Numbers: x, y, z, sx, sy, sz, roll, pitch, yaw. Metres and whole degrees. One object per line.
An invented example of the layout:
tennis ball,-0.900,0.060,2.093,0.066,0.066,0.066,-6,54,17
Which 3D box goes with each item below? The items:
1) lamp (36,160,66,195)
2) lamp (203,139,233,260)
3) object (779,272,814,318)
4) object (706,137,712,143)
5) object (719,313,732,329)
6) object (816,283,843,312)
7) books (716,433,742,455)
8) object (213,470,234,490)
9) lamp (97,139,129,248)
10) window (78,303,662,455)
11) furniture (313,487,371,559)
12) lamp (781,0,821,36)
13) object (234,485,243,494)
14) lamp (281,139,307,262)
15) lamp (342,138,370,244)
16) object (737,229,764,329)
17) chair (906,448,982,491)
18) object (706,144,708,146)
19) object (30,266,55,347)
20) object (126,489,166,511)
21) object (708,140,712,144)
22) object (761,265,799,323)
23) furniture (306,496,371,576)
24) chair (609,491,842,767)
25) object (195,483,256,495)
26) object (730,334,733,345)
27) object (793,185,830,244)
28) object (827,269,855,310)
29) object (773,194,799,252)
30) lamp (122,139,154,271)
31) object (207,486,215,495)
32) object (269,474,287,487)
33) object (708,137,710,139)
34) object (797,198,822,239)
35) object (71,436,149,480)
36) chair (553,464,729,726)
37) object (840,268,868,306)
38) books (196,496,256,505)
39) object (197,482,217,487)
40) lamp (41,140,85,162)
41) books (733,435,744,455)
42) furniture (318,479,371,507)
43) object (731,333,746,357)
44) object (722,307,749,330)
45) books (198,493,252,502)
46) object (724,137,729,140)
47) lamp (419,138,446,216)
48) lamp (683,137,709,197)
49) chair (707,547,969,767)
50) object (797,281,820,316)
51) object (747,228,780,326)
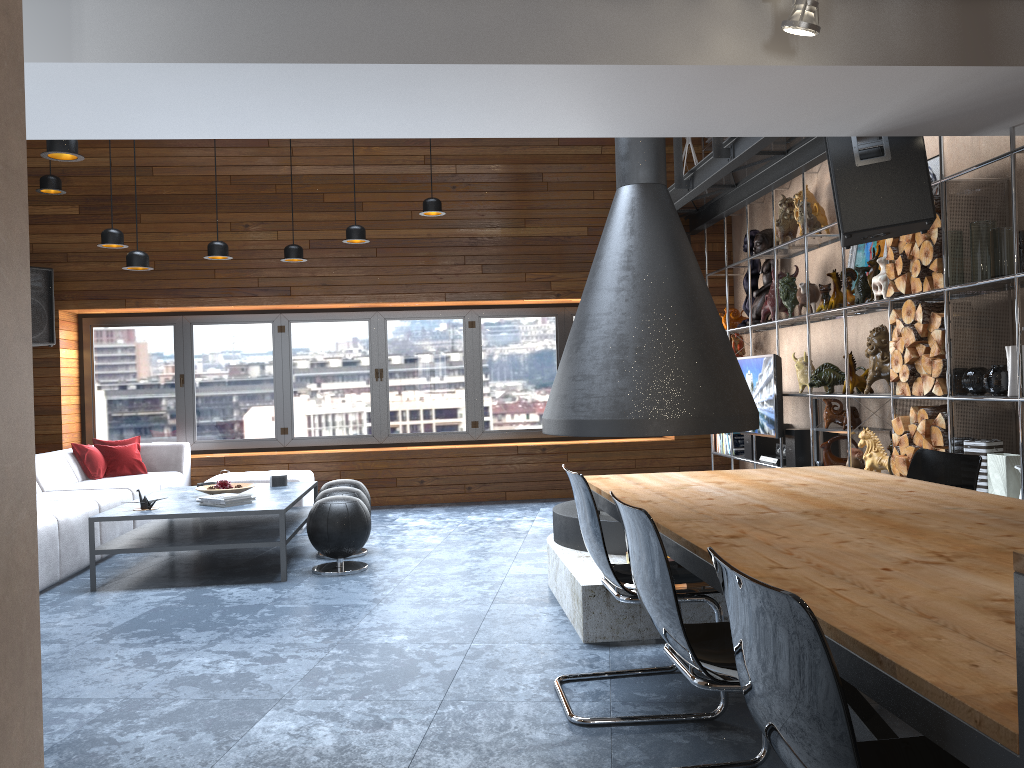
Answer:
lamp,-3.585,-2.171,6.858,0.210,1.369,0.210,-2,0,32
lamp,-2.258,-1.972,6.725,0.210,2.034,0.210,-2,0,32
object,2.165,-0.673,6.749,0.255,0.356,0.167,-2,0,14
object,1.993,-2.332,8.465,0.243,0.012,0.159,-2,0,-5
object,2.054,-0.598,8.427,0.233,0.209,0.107,-2,0,-19
object,2.287,-0.604,6.228,0.272,0.207,0.137,-2,0,-2
books,2.059,0.549,8.341,0.139,0.208,0.461,-2,0,-6
object,-1.983,0.673,6.091,0.118,0.172,0.105,-2,0,-43
lamp,-2.953,-2.026,6.495,0.210,2.036,0.210,-2,0,32
window,-1.349,-0.066,9.008,5.936,1.522,0.101,-2,0,-5
furniture,-1.167,0.937,6.078,0.402,0.462,0.401,-2,0,15
lamp,0.953,-1.268,2.936,0.127,0.242,0.127,-2,0,5
object,-1.863,0.716,6.047,0.061,0.061,0.063,-2,0,-6
lamp,-1.796,-2.002,7.182,0.210,2.003,0.210,-2,0,32
lamp,-1.243,-2.064,6.907,0.210,1.911,0.210,-2,0,32
object,2.117,-0.937,7.902,0.244,0.879,0.244,-2,0,23
chair,1.435,0.675,3.334,0.599,0.825,0.527,-2,0,-5
object,1.995,-2.289,8.465,0.234,0.025,0.176,-2,0,-5
object,-4.373,0.124,7.739,0.686,2.298,0.639,-2,0,33
object,-2.249,0.713,5.454,0.250,0.117,0.240,-2,0,3
object,2.007,-2.320,8.475,0.218,0.013,0.161,-2,0,-5
object,2.140,-0.715,7.155,0.219,0.441,0.462,-2,0,-6
furniture,-1.085,0.934,5.575,0.401,0.462,0.402,-2,0,10
chair,0.537,0.701,2.296,0.599,0.825,0.527,-2,0,-5
object,-1.962,0.732,6.084,0.395,0.061,0.395,-2,0,-13
object,2.074,-0.359,8.407,0.116,0.229,0.233,-2,0,34
object,2.278,-1.300,6.723,0.215,0.458,0.328,-2,0,0
object,2.292,-0.644,6.056,0.290,0.290,0.097,-2,0,-7
object,2.197,-1.290,7.167,0.207,0.442,0.328,-2,0,-12
lamp,-2.714,-1.962,6.356,0.210,2.273,0.210,-2,0,32
object,-2.040,0.722,6.012,0.064,0.062,0.061,-2,0,26
object,-1.733,0.716,6.583,0.126,0.081,0.126,-2,0,-33
object,2.003,-2.360,8.464,0.224,0.017,0.167,-2,0,-5
object,2.168,-1.204,6.450,0.208,0.280,0.131,-2,0,-23
object,-3.484,0.655,7.795,0.528,0.354,0.742,-2,0,-6
chair,0.455,0.704,3.157,0.599,0.825,0.527,-2,0,-5
object,2.287,-0.638,5.887,0.227,0.270,0.123,-2,0,-5
books,-1.808,0.732,5.620,0.299,0.021,0.239,-2,0,36
object,-2.250,0.753,6.565,0.160,0.040,0.160,-2,0,-28
lamp,-2.454,-2.819,4.753,0.210,3.209,0.210,-2,0,17
books,2.094,0.559,8.135,0.138,0.185,0.081,-2,0,-5
furniture,-1.251,0.941,6.598,0.402,0.462,0.401,-2,0,35
object,2.098,-0.356,8.207,0.060,0.223,0.267,-2,0,40
object,2.082,-0.600,8.178,0.278,0.222,0.138,-2,0,5
books,-1.803,0.712,5.576,0.265,0.017,0.210,-2,0,36
object,2.020,-2.283,8.207,0.201,0.012,0.161,-2,0,-5
lamp,-0.662,-2.148,7.121,0.210,1.565,0.210,-2,0,32
lamp,1.552,-2.152,7.781,0.475,1.002,0.475,-2,0,18
chair,0.619,0.697,1.434,0.599,0.825,0.527,-2,0,-5
object,2.177,-0.630,6.515,0.164,0.266,0.237,-2,0,11
object,2.164,-0.917,7.637,0.305,0.840,0.237,-2,0,-3
